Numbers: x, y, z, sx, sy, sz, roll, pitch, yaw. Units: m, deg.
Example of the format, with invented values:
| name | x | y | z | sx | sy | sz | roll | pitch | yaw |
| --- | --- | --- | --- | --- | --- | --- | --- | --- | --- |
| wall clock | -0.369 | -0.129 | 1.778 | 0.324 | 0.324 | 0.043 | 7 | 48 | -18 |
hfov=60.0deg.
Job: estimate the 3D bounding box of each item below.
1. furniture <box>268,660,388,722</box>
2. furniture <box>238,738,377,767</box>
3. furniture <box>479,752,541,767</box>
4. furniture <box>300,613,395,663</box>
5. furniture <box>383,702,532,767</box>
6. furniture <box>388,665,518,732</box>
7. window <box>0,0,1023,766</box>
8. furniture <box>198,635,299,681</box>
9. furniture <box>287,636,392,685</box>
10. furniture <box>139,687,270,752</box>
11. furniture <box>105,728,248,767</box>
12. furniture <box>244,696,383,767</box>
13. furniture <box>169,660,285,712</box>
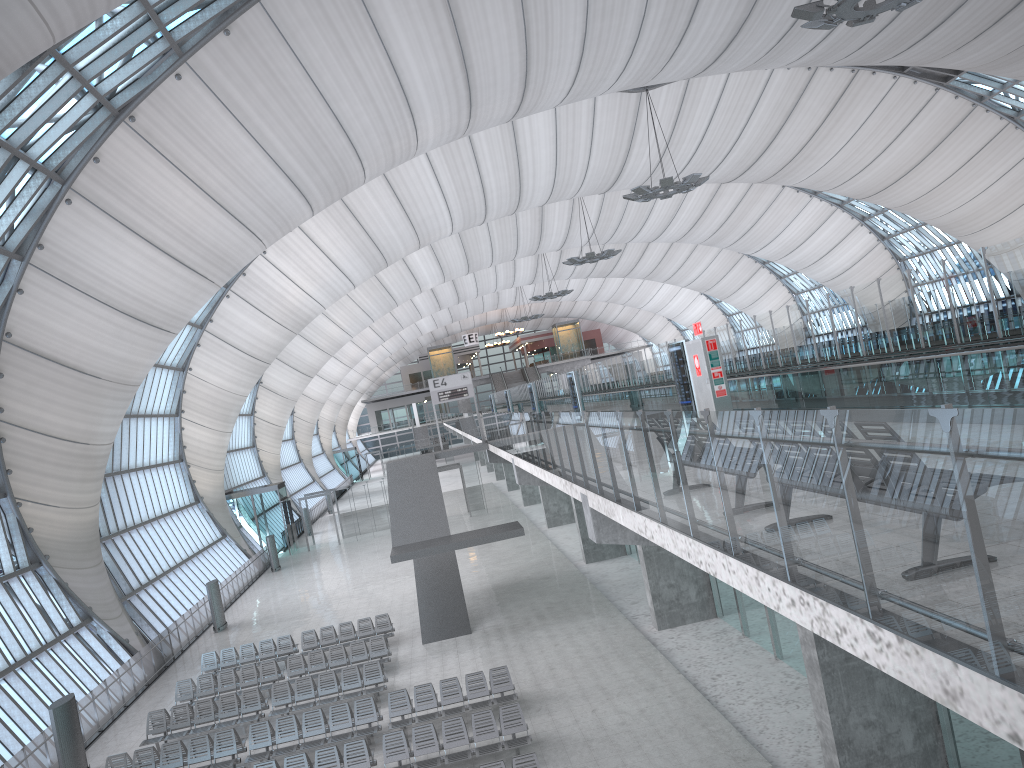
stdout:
| name | x | y | z | sx | sy | sz | roll | pitch | yaw |
| --- | --- | --- | --- | --- | --- | --- | --- | --- | --- |
| furniture | -4.294 | 7.236 | 20.864 | 2.705 | 0.913 | 1.572 | -11 | -1 | -6 |
| furniture | -3.794 | 7.067 | 15.819 | 2.705 | 0.913 | 1.572 | -11 | -1 | -6 |
| furniture | -0.780 | 6.444 | 13.725 | 2.705 | 0.913 | 1.572 | -11 | -1 | -6 |
| furniture | -4.786 | 7.401 | 25.827 | 2.705 | 0.913 | 1.572 | -11 | -1 | -6 |
| furniture | -1.016 | 6.524 | 16.113 | 2.705 | 0.913 | 1.572 | -11 | -1 | -6 |
| furniture | -1.253 | 6.604 | 18.501 | 2.705 | 0.913 | 1.572 | -11 | -1 | -6 |
| window | 4.345 | -3.282 | 77.469 | 50.537 | 20.004 | 167.818 | -11 | -1 | -6 |
| furniture | -7.564 | 7.945 | 25.533 | 2.705 | 0.913 | 1.572 | -11 | -1 | -6 |
| furniture | -4.526 | 7.314 | 23.200 | 2.705 | 0.913 | 1.572 | -11 | -1 | -6 |
| furniture | -7.072 | 7.779 | 20.570 | 2.705 | 0.913 | 1.572 | -11 | -1 | -6 |
| furniture | -6.809 | 7.690 | 17.914 | 2.705 | 0.913 | 1.572 | -11 | -1 | -6 |
| furniture | -4.031 | 7.147 | 18.208 | 2.705 | 0.913 | 1.572 | -11 | -1 | -6 |
| furniture | -7.303 | 7.857 | 22.907 | 2.705 | 0.913 | 1.572 | -11 | -1 | -6 |
